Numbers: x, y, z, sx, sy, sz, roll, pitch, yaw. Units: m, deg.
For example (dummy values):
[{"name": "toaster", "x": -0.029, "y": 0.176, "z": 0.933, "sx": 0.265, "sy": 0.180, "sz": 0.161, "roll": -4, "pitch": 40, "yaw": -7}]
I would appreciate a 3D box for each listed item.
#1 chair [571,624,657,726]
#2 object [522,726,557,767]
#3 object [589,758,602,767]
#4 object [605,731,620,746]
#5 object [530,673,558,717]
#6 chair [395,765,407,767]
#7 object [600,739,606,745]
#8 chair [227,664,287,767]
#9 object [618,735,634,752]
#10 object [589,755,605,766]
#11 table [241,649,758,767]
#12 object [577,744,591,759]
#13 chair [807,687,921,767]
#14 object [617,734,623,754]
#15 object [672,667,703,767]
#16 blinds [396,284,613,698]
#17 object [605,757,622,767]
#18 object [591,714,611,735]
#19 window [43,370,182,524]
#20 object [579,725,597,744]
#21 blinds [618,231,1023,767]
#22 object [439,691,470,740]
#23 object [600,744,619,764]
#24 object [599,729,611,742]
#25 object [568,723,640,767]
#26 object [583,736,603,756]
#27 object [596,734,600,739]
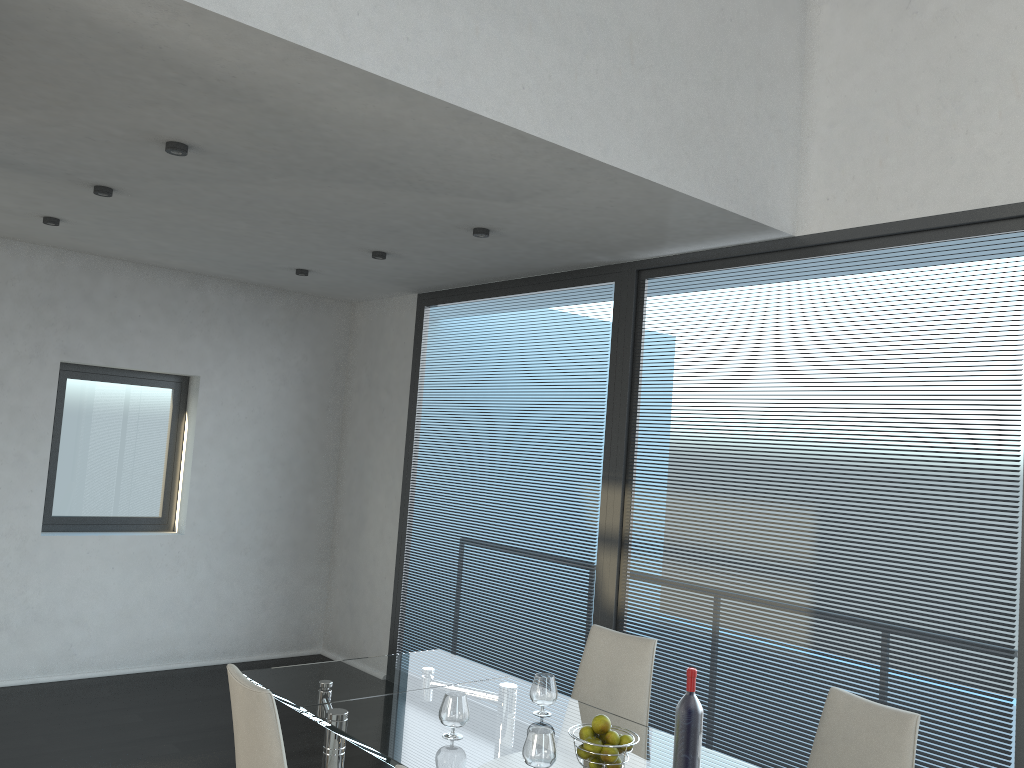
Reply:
[{"name": "chair", "x": 0.214, "y": 1.426, "z": 3.266, "sx": 0.471, "sy": 0.959, "sz": 0.612, "roll": 0, "pitch": -6, "yaw": 44}, {"name": "object", "x": 0.077, "y": 1.035, "z": 2.481, "sx": 0.098, "sy": 0.132, "sz": 0.098, "roll": 6, "pitch": -5, "yaw": -21}, {"name": "object", "x": 0.238, "y": 1.088, "z": 2.534, "sx": 0.038, "sy": 0.038, "sz": 0.038, "roll": 7, "pitch": -5, "yaw": -37}, {"name": "object", "x": 0.286, "y": 1.014, "z": 2.534, "sx": 0.040, "sy": 0.043, "sz": 0.044, "roll": 6, "pitch": -5, "yaw": -26}, {"name": "object", "x": 0.110, "y": 1.084, "z": 3.095, "sx": 0.098, "sy": 0.132, "sz": 0.098, "roll": 6, "pitch": -5, "yaw": -21}, {"name": "chair", "x": 0.018, "y": 1.313, "z": 1.961, "sx": 0.471, "sy": 0.959, "sz": 0.612, "roll": 1, "pitch": -6, "yaw": 39}, {"name": "object", "x": 0.278, "y": 1.051, "z": 2.615, "sx": 0.039, "sy": 0.040, "sz": 0.040, "roll": 0, "pitch": -6, "yaw": 41}, {"name": "chair", "x": -0.542, "y": 1.320, "z": 2.593, "sx": 0.612, "sy": 0.959, "sz": 0.471, "roll": 7, "pitch": -5, "yaw": -35}, {"name": "object", "x": 0.326, "y": 1.031, "z": 2.546, "sx": 0.047, "sy": 0.048, "sz": 0.047, "roll": 3, "pitch": -4, "yaw": 12}, {"name": "object", "x": 0.251, "y": 1.082, "z": 2.584, "sx": 0.061, "sy": 0.056, "sz": 0.059, "roll": 4, "pitch": -4, "yaw": 5}, {"name": "table", "x": 0.178, "y": 1.485, "z": 2.594, "sx": 0.940, "sy": 0.731, "sz": 2.720, "roll": 8, "pitch": -6, "yaw": -40}, {"name": "object", "x": 0.209, "y": 1.057, "z": 2.551, "sx": 0.045, "sy": 0.042, "sz": 0.045, "roll": 0, "pitch": -6, "yaw": 44}, {"name": "chair", "x": 0.834, "y": 1.417, "z": 2.539, "sx": 0.612, "sy": 0.959, "sz": 0.471, "roll": 7, "pitch": -5, "yaw": -30}, {"name": "object", "x": 0.306, "y": 1.049, "z": 2.584, "sx": 0.058, "sy": 0.058, "sz": 0.058, "roll": 3, "pitch": -4, "yaw": 16}, {"name": "object", "x": 0.499, "y": 0.970, "z": 2.506, "sx": 0.082, "sy": 0.326, "sz": 0.082, "roll": 6, "pitch": -5, "yaw": -20}, {"name": "blinds", "x": -0.119, "y": 0.719, "z": 5.429, "sx": 0.018, "sy": 2.537, "sz": 1.787, "roll": 8, "pitch": -6, "yaw": -40}, {"name": "object", "x": 0.291, "y": 1.087, "z": 2.544, "sx": 0.048, "sy": 0.048, "sz": 0.048, "roll": 7, "pitch": -5, "yaw": -29}, {"name": "object", "x": 0.258, "y": 0.984, "z": 2.563, "sx": 0.055, "sy": 0.056, "sz": 0.055, "roll": 8, "pitch": -6, "yaw": -40}, {"name": "window", "x": -2.698, "y": 0.447, "z": 6.021, "sx": 0.800, "sy": 1.000, "sz": 0.050, "roll": 8, "pitch": -6, "yaw": -40}, {"name": "object", "x": 0.220, "y": 1.018, "z": 2.571, "sx": 0.050, "sy": 0.054, "sz": 0.055, "roll": 3, "pitch": -5, "yaw": 19}, {"name": "blinds", "x": 1.200, "y": 0.701, "z": 3.891, "sx": 0.018, "sy": 2.537, "sz": 1.874, "roll": 8, "pitch": -6, "yaw": -40}, {"name": "object", "x": -0.181, "y": 1.039, "z": 2.784, "sx": 0.098, "sy": 0.132, "sz": 0.098, "roll": 6, "pitch": -5, "yaw": -21}, {"name": "object", "x": 0.275, "y": 1.046, "z": 2.508, "sx": 0.054, "sy": 0.055, "sz": 0.053, "roll": 3, "pitch": -4, "yaw": 14}, {"name": "object", "x": 0.274, "y": 1.023, "z": 2.584, "sx": 0.040, "sy": 0.038, "sz": 0.040, "roll": 3, "pitch": -5, "yaw": 21}, {"name": "object", "x": 0.261, "y": 1.064, "z": 2.557, "sx": 0.206, "sy": 0.105, "sz": 0.206, "roll": 4, "pitch": -4, "yaw": 5}, {"name": "object", "x": 0.230, "y": 1.028, "z": 2.516, "sx": 0.054, "sy": 0.048, "sz": 0.055, "roll": 0, "pitch": -6, "yaw": 43}, {"name": "object", "x": 0.235, "y": 1.044, "z": 2.610, "sx": 0.047, "sy": 0.045, "sz": 0.047, "roll": 7, "pitch": -5, "yaw": -36}]
